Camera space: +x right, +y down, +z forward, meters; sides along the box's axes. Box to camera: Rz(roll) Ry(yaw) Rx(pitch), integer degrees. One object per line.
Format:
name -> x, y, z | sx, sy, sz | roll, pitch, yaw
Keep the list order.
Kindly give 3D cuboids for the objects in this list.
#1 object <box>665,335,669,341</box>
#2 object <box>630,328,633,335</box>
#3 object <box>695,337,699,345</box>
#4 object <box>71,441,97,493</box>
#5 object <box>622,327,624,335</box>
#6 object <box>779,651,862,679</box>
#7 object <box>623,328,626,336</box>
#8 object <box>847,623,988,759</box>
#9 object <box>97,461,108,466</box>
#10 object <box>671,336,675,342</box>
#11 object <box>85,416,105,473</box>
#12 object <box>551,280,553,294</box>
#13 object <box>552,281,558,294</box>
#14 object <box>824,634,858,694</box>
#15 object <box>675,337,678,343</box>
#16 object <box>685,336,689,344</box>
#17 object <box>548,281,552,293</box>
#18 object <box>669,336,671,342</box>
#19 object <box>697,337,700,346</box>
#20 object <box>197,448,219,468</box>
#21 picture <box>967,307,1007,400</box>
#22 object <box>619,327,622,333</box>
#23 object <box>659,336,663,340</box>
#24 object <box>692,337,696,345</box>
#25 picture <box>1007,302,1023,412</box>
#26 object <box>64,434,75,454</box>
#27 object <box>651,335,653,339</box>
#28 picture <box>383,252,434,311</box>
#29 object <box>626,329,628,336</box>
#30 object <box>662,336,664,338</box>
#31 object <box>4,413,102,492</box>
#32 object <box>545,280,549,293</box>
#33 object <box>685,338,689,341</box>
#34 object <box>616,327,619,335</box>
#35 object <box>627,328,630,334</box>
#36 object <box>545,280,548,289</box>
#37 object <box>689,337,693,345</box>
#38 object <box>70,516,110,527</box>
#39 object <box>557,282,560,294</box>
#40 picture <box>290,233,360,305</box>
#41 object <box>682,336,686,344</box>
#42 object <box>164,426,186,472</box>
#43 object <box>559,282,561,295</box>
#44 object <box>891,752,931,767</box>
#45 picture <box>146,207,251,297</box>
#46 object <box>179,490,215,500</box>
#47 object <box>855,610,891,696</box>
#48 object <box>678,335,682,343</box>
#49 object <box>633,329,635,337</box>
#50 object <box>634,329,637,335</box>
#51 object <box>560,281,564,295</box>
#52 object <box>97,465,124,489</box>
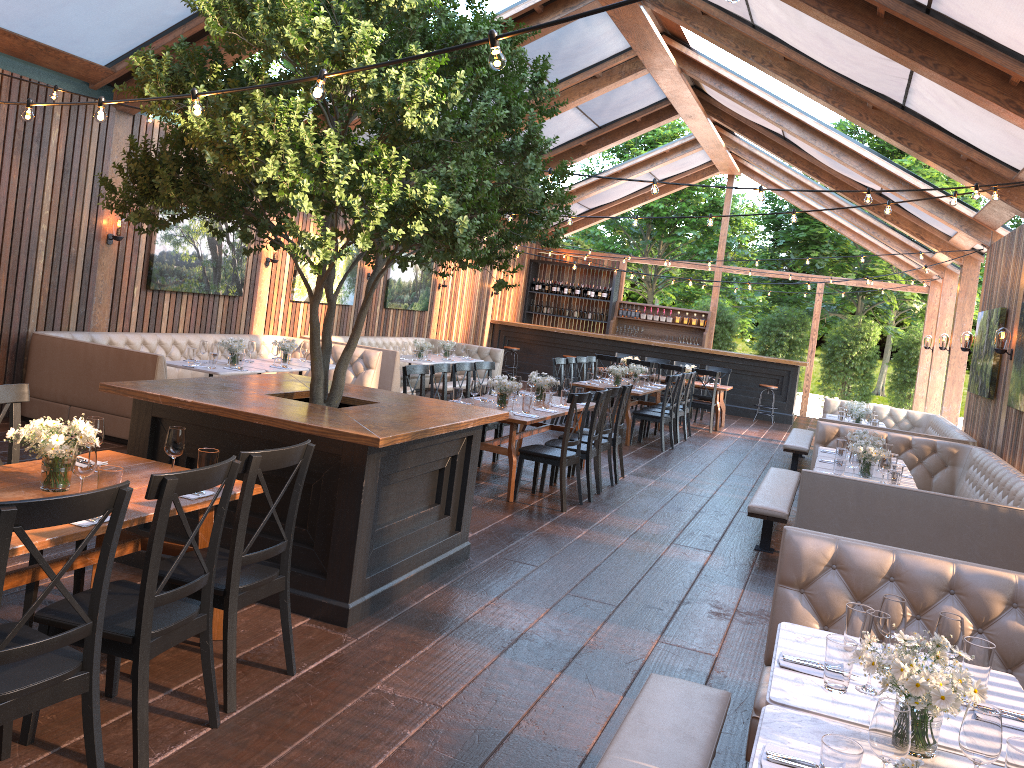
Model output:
object -> 3.645, -1.073, 20.795 | 0.097, 0.134, 0.097 | 8, 3, 7
object -> 2.820, -1.218, 20.914 | 0.070, 0.185, 0.070 | 8, 2, 25
object -> 4.260, -0.979, 20.359 | 0.073, 0.181, 0.074 | 7, 2, -6
object -> -1.676, 0.351, 3.454 | 0.092, 0.244, 0.093 | 7, 2, -22
object -> 2.667, -1.253, 21.078 | 0.070, 0.185, 0.070 | 8, 2, 25
object -> 1.004, 0.921, 2.885 | 0.256, 0.019, 0.157 | 9, 6, 21
object -> 2.668, -1.243, 20.980 | 0.070, 0.185, 0.070 | 8, 2, 25
object -> 1.095, 0.833, 2.377 | 0.328, 0.309, 0.338 | 6, 4, -28
object -> -2.001, 0.360, 4.126 | 0.256, 0.019, 0.157 | 9, 6, 21
object -> 3.757, -1.054, 20.746 | 0.097, 0.134, 0.097 | 8, 3, 7
object -> -1.892, 0.273, 3.991 | 0.092, 0.244, 0.093 | 7, 2, -22
object -> 0.978, -2.390, 21.770 | 0.087, 0.334, 0.087 | 7, 2, 0
object -> 1.049, -2.361, 21.658 | 0.136, 0.315, 0.137 | 7, 2, -18
object -> 1.006, 0.865, 2.727 | 0.092, 0.158, 0.092 | 8, 2, 7
object -> 3.867, -1.038, 20.723 | 0.097, 0.134, 0.097 | 8, 3, 7
object -> 4.049, -1.014, 20.451 | 0.073, 0.181, 0.074 | 7, 2, -6
object -> 0.929, -2.369, 21.634 | 0.076, 0.302, 0.075 | 9, 2, 37
object -> 3.753, -1.068, 20.890 | 0.097, 0.134, 0.097 | 8, 3, 7
object -> 4.295, -0.981, 20.434 | 0.073, 0.181, 0.074 | 7, 2, -6
object -> -1.389, 0.378, 4.025 | 0.092, 0.158, 0.092 | 8, 2, 7
picture -> 5.483, -0.362, 10.252 | 0.065, 0.995, 1.650 | 8, 4, 20
object -> 2.577, -1.258, 21.013 | 0.070, 0.185, 0.070 | 8, 2, 25
object -> 3.503, -1.080, 20.861 | 0.124, 0.096, 0.124 | 10, 5, 31
object -> 4.204, -0.991, 20.410 | 0.073, 0.181, 0.074 | 7, 2, -6
picture -> 4.515, -0.243, 7.635 | 0.065, 0.995, 1.650 | 8, 4, 20
object -> -2.004, 0.307, 3.940 | 0.091, 0.158, 0.092 | 6, 3, -33
object -> 3.325, -1.121, 21.060 | 0.124, 0.096, 0.124 | 10, 5, 31
picture -> -1.835, -1.833, 15.939 | 0.065, 0.995, 1.650 | 8, 4, 20
object -> 2.747, -1.240, 21.054 | 0.070, 0.185, 0.070 | 8, 2, 25
object -> 3.533, -1.090, 21.013 | 0.124, 0.096, 0.124 | 10, 5, 31
object -> -1.871, 0.277, 3.632 | 0.330, 0.309, 0.335 | 10, 4, 35
object -> 0.868, -2.388, 21.702 | 0.078, 0.311, 0.078 | 8, 2, 15
object -> 4.074, -1.003, 20.633 | 0.097, 0.134, 0.097 | 8, 3, 7
object -> 2.500, -1.271, 21.049 | 0.070, 0.185, 0.070 | 8, 2, 25
object -> 2.756, -1.231, 20.968 | 0.070, 0.185, 0.070 | 8, 2, 25
object -> 0.867, -2.395, 21.795 | 0.077, 0.308, 0.077 | 7, 2, -1
object -> 4.125, -1.002, 20.423 | 0.073, 0.181, 0.074 | 7, 2, -6
object -> -1.628, 0.485, 3.297 | 0.256, 0.019, 0.157 | 9, 6, 21
object -> 1.142, -2.339, 21.585 | 0.077, 0.306, 0.077 | 9, 2, 37
picture -> -2.787, -1.716, 13.367 | 0.065, 0.995, 1.650 | 8, 4, 20
object -> 3.969, -1.027, 20.472 | 0.073, 0.181, 0.074 | 7, 2, -6
object -> -1.530, 0.319, 4.007 | 0.092, 0.244, 0.093 | 7, 2, -22
object -> 1.182, -2.342, 21.700 | 0.076, 0.302, 0.075 | 9, 2, 37
object -> 0.818, 0.871, 1.593 | 0.335, 0.309, 0.331 | 6, 4, -15
picture -> -3.756, -1.597, 10.750 | 0.065, 0.995, 1.650 | 8, 4, 20
object -> -1.438, 0.459, 3.850 | 0.256, 0.019, 0.157 | 9, 6, 21
object -> 1.124, 0.835, 2.753 | 0.092, 0.244, 0.093 | 7, 2, -22
object -> 3.898, -1.039, 20.508 | 0.073, 0.181, 0.074 | 7, 2, -6
object -> 2.910, -1.213, 20.984 | 0.070, 0.185, 0.070 | 8, 2, 25
object -> 2.914, -1.204, 20.894 | 0.070, 0.185, 0.070 | 8, 2, 25
object -> 1.217, -2.333, 21.528 | 0.081, 0.323, 0.081 | 7, 2, -1
object -> -1.577, 0.407, 3.461 | 0.091, 0.158, 0.092 | 6, 3, -33
